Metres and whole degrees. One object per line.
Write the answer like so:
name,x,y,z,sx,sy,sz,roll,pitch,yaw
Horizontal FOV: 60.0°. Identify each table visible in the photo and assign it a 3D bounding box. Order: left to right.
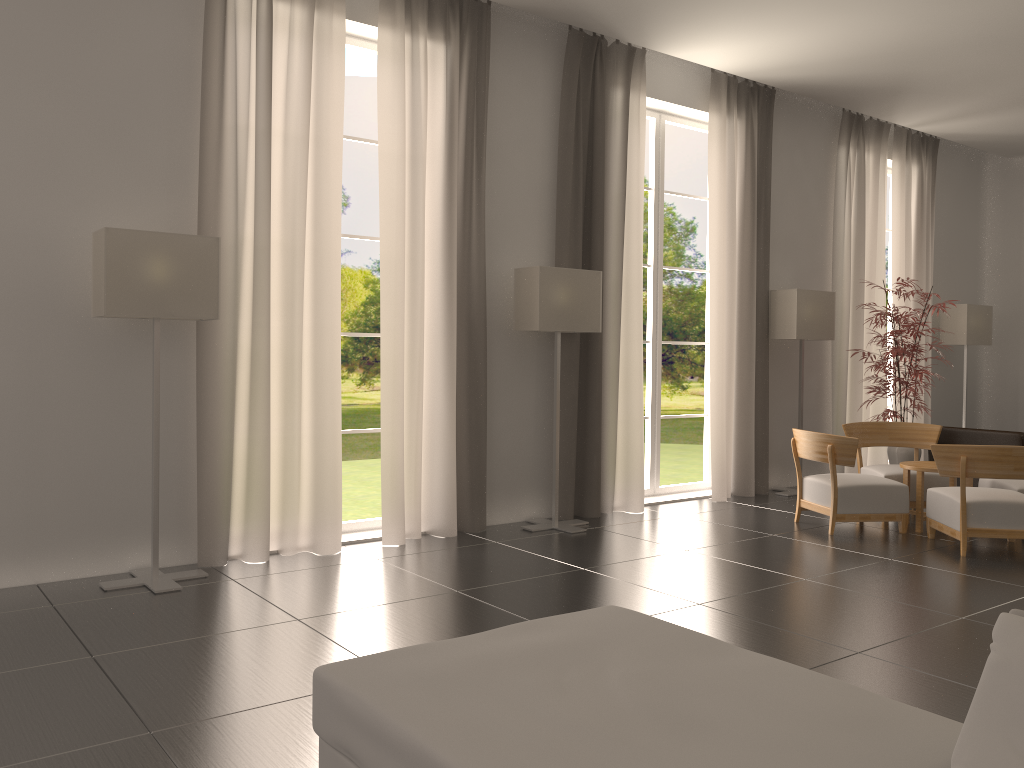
table,5.353,1.423,11.174,0.870,0.803,0.870,0,1,-14

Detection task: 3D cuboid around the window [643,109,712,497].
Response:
window,2.142,-1.194,13.298,2.643,5.748,0.110,0,1,-37

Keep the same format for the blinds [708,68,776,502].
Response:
blinds,3.469,-1.494,13.518,1.550,6.430,0.417,0,1,-40

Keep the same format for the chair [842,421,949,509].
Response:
chair,5.413,1.174,12.330,1.452,1.226,1.151,1,1,-2

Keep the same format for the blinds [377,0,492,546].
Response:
blinds,-0.896,-1.441,10.269,1.550,6.430,0.417,0,1,-40

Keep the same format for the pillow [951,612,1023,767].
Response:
pillow,1.622,1.028,2.421,0.585,0.598,0.802,0,2,-37

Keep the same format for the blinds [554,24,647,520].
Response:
blinds,1.195,-1.466,11.828,1.549,6.430,0.415,0,1,-33

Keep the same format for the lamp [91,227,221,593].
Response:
lamp,-3.265,0.227,8.131,1.000,3.178,0.908,0,1,-37

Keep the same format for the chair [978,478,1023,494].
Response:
chair,6.652,1.230,11.113,1.151,1.226,1.452,1,1,3

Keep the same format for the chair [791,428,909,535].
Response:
chair,4.205,1.197,11.189,1.151,1.226,1.452,0,1,-12

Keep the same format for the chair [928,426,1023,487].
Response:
chair,7.511,1.217,13.816,1.499,1.075,1.538,0,2,-37

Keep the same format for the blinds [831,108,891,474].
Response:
blinds,6.062,-1.526,15.450,1.549,6.430,0.415,0,1,-33

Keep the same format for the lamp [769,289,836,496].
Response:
lamp,4.547,0.131,13.944,1.000,3.178,0.908,0,1,-37

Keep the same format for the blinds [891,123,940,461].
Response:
blinds,7.422,-1.542,16.460,1.550,6.430,0.417,0,1,-40

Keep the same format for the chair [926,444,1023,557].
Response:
chair,5.369,1.252,9.987,1.452,1.226,1.151,1,1,8

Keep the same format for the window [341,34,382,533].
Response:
window,-2.099,-1.142,10.142,2.643,5.748,0.110,0,1,-37

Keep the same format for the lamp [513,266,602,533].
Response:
lamp,0.554,0.180,10.973,1.000,3.178,0.908,0,1,-37

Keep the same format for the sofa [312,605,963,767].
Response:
sofa,-0.020,1.483,1.089,5.604,1.204,5.527,-1,2,-37

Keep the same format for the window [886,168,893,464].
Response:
window,6.383,-1.245,16.455,2.643,5.748,0.110,0,1,-37

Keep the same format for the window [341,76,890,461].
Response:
window,16.578,-3.485,10.111,48.624,20.575,99.158,-1,2,-37

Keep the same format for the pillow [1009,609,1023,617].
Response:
pillow,1.737,1.047,2.503,0.549,0.577,0.919,0,2,-37

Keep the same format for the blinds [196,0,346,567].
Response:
blinds,-2.446,-1.422,9.118,1.549,6.430,0.415,0,1,-33

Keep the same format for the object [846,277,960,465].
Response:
object,5.955,0.053,13.716,1.490,3.397,1.771,2,1,38

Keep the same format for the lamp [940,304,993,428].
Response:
lamp,8.718,0.080,17.048,1.000,3.178,0.908,0,1,-37
